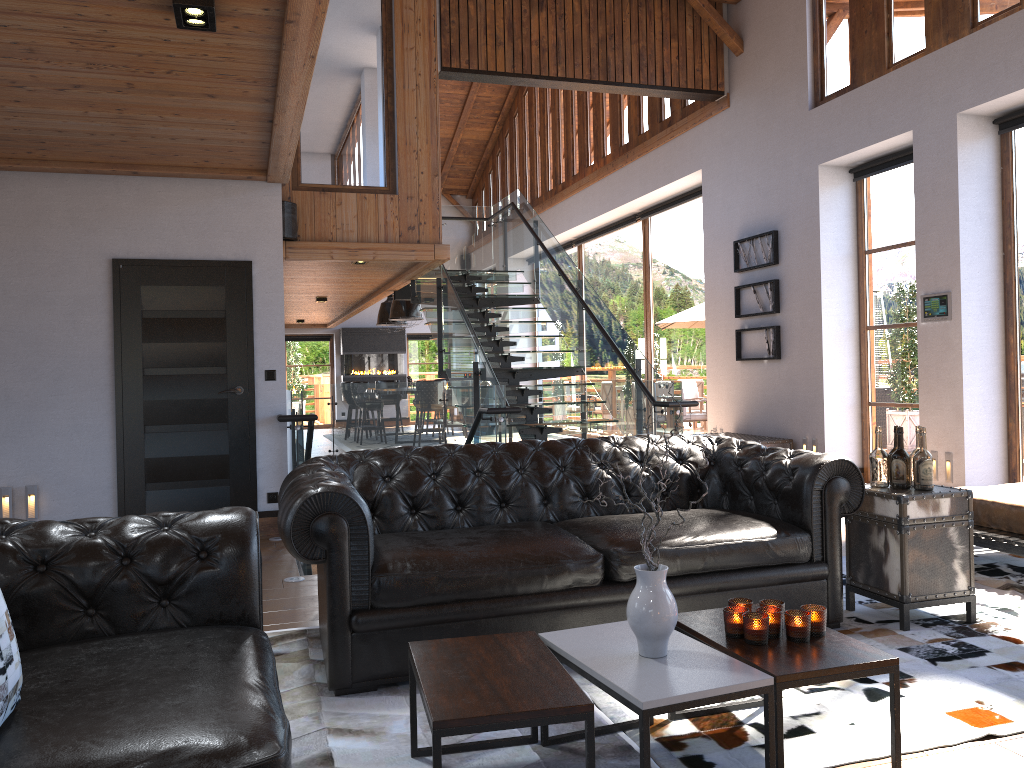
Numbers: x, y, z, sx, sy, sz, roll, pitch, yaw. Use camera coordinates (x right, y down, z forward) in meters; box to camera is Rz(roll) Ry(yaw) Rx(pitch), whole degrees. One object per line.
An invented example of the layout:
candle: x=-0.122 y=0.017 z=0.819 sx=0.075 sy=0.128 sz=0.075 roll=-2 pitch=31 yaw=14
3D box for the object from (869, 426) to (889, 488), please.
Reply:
object: x=1.731 y=0.342 z=4.179 sx=0.089 sy=0.286 sz=0.086 roll=-1 pitch=0 yaw=-40

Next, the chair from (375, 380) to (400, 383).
chair: x=-2.518 y=0.464 z=18.085 sx=0.508 sy=1.092 sz=0.564 roll=-1 pitch=0 yaw=-18

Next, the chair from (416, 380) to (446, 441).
chair: x=-1.309 y=0.483 z=14.273 sx=0.508 sy=1.092 sz=0.564 roll=-1 pitch=0 yaw=-18

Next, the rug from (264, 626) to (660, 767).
rug: x=-0.704 y=1.142 z=2.167 sx=2.448 sy=0.053 sz=4.017 roll=-2 pitch=1 yaw=-16

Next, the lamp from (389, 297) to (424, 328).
lamp: x=-1.924 y=-3.344 z=15.723 sx=0.615 sy=4.685 sz=0.627 roll=-1 pitch=0 yaw=28

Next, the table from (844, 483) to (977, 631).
table: x=1.843 y=0.783 z=4.128 sx=0.408 sy=0.609 sz=0.414 roll=-1 pitch=0 yaw=-17

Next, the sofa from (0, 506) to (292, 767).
sofa: x=-1.007 y=0.765 z=1.515 sx=1.248 sy=0.838 sz=2.547 roll=-1 pitch=1 yaw=-18

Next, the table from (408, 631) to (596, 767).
table: x=-0.055 y=0.968 z=2.463 sx=0.402 sy=0.350 sz=0.647 roll=-1 pitch=1 yaw=-12

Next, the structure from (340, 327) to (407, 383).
structure: x=-3.185 y=-0.464 z=20.375 sx=1.455 sy=1.649 sz=0.430 roll=-1 pitch=0 yaw=-18

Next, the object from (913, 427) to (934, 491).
object: x=1.879 y=0.340 z=4.052 sx=0.088 sy=0.286 sz=0.087 roll=-1 pitch=0 yaw=-7

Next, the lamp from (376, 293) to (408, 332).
lamp: x=-2.382 y=-3.352 z=17.236 sx=0.615 sy=4.685 sz=0.627 roll=-1 pitch=0 yaw=28

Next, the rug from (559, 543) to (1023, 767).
rug: x=1.976 y=1.057 z=4.186 sx=3.834 sy=0.053 sz=2.415 roll=-2 pitch=1 yaw=-17

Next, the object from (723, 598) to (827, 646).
object: x=0.804 y=0.730 z=2.713 sx=0.300 sy=0.081 sz=0.248 roll=-1 pitch=1 yaw=21

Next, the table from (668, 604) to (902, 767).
table: x=0.805 y=0.945 z=2.730 sx=0.403 sy=0.350 sz=0.646 roll=-1 pitch=1 yaw=-17

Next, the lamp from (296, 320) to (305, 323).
lamp: x=-4.419 y=-1.310 z=18.511 sx=0.156 sy=0.068 sz=0.259 roll=-1 pitch=1 yaw=-17

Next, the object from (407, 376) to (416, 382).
object: x=-1.829 y=-0.031 z=16.240 sx=0.114 sy=0.253 sz=0.223 roll=-1 pitch=0 yaw=35

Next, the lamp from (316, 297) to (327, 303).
lamp: x=-2.899 y=-1.282 z=13.484 sx=0.156 sy=0.068 sz=0.259 roll=-1 pitch=1 yaw=-17

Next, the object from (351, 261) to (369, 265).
object: x=-1.536 y=-1.258 z=8.975 sx=0.156 sy=0.068 sz=0.259 roll=-1 pitch=1 yaw=-17

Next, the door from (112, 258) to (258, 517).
door: x=-2.353 y=0.130 z=6.418 sx=0.948 sy=2.055 sz=0.143 roll=-1 pitch=0 yaw=-18

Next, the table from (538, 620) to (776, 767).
table: x=0.392 y=0.956 z=2.571 sx=0.404 sy=0.350 sz=0.644 roll=-1 pitch=1 yaw=-22

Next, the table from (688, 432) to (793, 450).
table: x=2.287 y=0.782 z=9.232 sx=0.689 sy=0.470 sz=1.246 roll=-1 pitch=1 yaw=-17

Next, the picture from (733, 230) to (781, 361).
picture: x=2.581 y=-0.908 z=9.368 sx=0.059 sy=1.312 sz=0.768 roll=-1 pitch=0 yaw=-17

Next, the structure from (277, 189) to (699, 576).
structure: x=1.412 y=0.617 z=11.667 sx=9.276 sy=6.398 sz=10.949 roll=-1 pitch=1 yaw=-17

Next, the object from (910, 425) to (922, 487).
object: x=1.913 y=0.338 z=4.165 sx=0.088 sy=0.286 sz=0.087 roll=-1 pitch=0 yaw=-5

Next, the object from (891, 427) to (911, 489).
object: x=1.803 y=0.341 z=4.113 sx=0.088 sy=0.286 sz=0.086 roll=-1 pitch=0 yaw=-40

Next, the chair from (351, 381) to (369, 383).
chair: x=-2.469 y=0.498 z=15.197 sx=0.572 sy=1.092 sz=0.500 roll=-1 pitch=0 yaw=-18

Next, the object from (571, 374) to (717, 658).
object: x=0.410 y=0.377 z=2.608 sx=0.407 sy=0.808 sz=0.618 roll=-1 pitch=0 yaw=-6

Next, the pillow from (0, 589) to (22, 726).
pillow: x=-1.118 y=0.454 z=1.687 sx=0.285 sy=0.469 sz=0.525 roll=-1 pitch=0 yaw=-14

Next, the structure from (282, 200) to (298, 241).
structure: x=-2.107 y=-1.516 z=8.257 sx=0.215 sy=0.349 sz=0.212 roll=-1 pitch=0 yaw=-17

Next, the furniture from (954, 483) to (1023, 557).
furniture: x=3.270 y=0.833 z=4.398 sx=1.184 sy=0.436 sz=2.740 roll=-1 pitch=1 yaw=-17

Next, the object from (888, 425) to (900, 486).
object: x=1.831 y=0.339 z=4.208 sx=0.086 sy=0.286 sz=0.088 roll=-1 pitch=0 yaw=22

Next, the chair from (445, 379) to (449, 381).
chair: x=-1.153 y=0.452 z=16.533 sx=0.574 sy=1.092 sz=0.498 roll=-1 pitch=0 yaw=-33

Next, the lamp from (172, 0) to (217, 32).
lamp: x=-1.273 y=-1.501 z=3.559 sx=0.156 sy=0.068 sz=0.259 roll=-1 pitch=1 yaw=-17

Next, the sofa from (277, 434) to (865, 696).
sofa: x=0.226 y=0.705 z=4.144 sx=2.585 sy=0.838 sz=1.230 roll=-2 pitch=1 yaw=-18

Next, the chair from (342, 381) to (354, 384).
chair: x=-2.793 y=0.494 z=16.097 sx=0.574 sy=1.092 sz=0.498 roll=-1 pitch=0 yaw=-33
